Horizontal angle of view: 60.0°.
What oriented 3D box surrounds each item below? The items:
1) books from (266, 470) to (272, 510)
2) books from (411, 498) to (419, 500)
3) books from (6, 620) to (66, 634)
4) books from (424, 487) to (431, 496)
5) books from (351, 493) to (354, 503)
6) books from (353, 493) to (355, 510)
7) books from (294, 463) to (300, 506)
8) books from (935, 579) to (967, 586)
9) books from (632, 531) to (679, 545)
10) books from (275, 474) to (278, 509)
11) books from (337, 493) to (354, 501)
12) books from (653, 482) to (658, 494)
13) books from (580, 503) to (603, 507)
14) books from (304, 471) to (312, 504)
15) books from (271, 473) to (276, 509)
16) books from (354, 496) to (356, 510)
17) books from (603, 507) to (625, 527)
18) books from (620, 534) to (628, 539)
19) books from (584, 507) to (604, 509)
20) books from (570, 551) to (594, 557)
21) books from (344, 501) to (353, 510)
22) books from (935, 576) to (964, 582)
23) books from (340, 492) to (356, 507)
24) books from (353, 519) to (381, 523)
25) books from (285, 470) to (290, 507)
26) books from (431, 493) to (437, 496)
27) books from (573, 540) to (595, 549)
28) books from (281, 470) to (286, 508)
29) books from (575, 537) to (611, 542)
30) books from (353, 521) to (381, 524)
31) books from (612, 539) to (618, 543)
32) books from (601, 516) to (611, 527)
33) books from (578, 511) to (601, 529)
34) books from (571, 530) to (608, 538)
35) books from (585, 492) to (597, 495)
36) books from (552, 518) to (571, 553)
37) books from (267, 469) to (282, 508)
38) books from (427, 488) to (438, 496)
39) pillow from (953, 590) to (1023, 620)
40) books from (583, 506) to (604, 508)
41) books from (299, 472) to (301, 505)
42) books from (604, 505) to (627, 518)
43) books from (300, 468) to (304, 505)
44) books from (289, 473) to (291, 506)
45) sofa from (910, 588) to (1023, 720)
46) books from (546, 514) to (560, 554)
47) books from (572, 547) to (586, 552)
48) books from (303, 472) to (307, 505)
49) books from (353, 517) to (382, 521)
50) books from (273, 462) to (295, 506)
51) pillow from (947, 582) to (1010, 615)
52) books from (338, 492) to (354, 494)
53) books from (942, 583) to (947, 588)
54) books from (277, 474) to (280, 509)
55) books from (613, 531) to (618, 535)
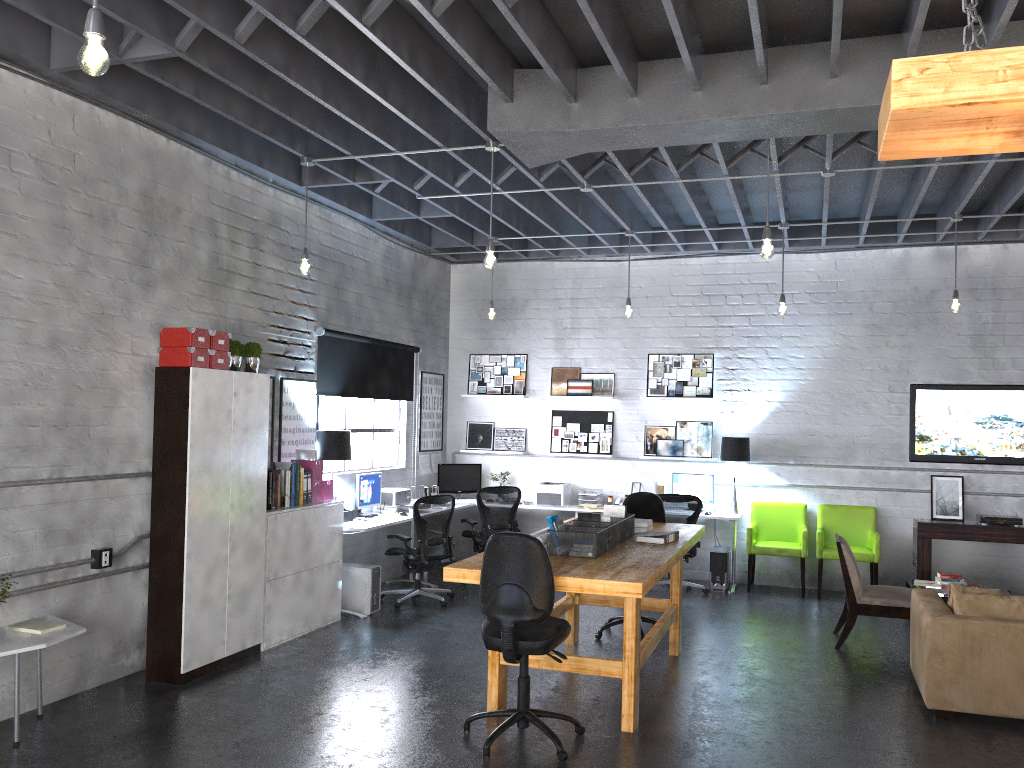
[{"bbox_3d":[-1.926,0.808,6.789,0.182,0.302,0.034,1,-1,19],"label":"books"},{"bbox_3d":[-0.980,1.283,9.867,0.297,0.006,0.210,1,-2,19],"label":"books"},{"bbox_3d":[-2.642,1.350,4.927,0.248,0.021,0.177,1,-2,18],"label":"books"},{"bbox_3d":[-0.963,1.249,10.231,0.052,0.109,0.133,0,-2,34],"label":"books"},{"bbox_3d":[-1.557,1.139,8.263,0.173,0.243,0.026,1,-1,19],"label":"books"},{"bbox_3d":[-1.552,1.138,8.276,0.177,0.246,0.026,1,-1,19],"label":"books"},{"bbox_3d":[-1.812,0.807,7.159,0.197,0.339,0.065,1,-1,19],"label":"books"},{"bbox_3d":[4.050,1.829,8.187,0.161,0.026,0.223,2,-2,-12],"label":"books"},{"bbox_3d":[1.009,1.067,6.222,0.244,0.067,0.299,0,-3,28],"label":"books"},{"bbox_3d":[-1.893,0.831,6.886,0.161,0.266,0.026,1,-1,19],"label":"books"},{"bbox_3d":[-1.559,1.139,8.259,0.172,0.243,0.026,1,-1,19],"label":"books"},{"bbox_3d":[1.618,1.251,9.920,0.043,0.296,0.210,1,-2,19],"label":"books"},{"bbox_3d":[0.884,1.346,9.846,0.211,0.014,0.148,0,-3,34],"label":"books"},{"bbox_3d":[-1.771,0.851,7.340,0.220,0.271,0.082,1,-1,19],"label":"books"},{"bbox_3d":[-1.912,0.825,6.858,0.167,0.275,0.037,1,-1,19],"label":"books"},{"bbox_3d":[-1.548,1.141,8.293,0.172,0.243,0.026,1,-1,19],"label":"books"},{"bbox_3d":[0.743,1.004,6.494,0.158,0.199,0.082,1,-2,19],"label":"books"},{"bbox_3d":[0.698,1.074,6.354,0.249,0.031,0.184,0,-2,21],"label":"books"},{"bbox_3d":[0.929,1.375,9.846,0.211,0.014,0.148,2,-2,-17],"label":"books"},{"bbox_3d":[0.456,1.043,5.506,0.155,0.029,0.226,1,-2,19],"label":"books"},{"bbox_3d":[-1.541,1.171,8.227,0.134,0.176,0.020,1,-1,19],"label":"books"},{"bbox_3d":[4.042,1.804,8.195,0.208,0.024,0.144,1,-2,4],"label":"books"},{"bbox_3d":[-1.549,1.138,8.289,0.179,0.247,0.026,1,-1,19],"label":"books"},{"bbox_3d":[-1.322,1.245,8.096,0.209,0.012,0.158,-1,-3,42],"label":"books"},{"bbox_3d":[-1.848,0.827,7.025,0.174,0.286,0.045,1,-1,19],"label":"books"},{"bbox_3d":[-0.889,1.288,10.175,0.037,0.076,0.102,0,-2,34],"label":"books"},{"bbox_3d":[0.455,0.996,5.504,0.127,0.022,0.181,1,-2,14],"label":"books"},{"bbox_3d":[-1.867,0.821,6.977,0.170,0.293,0.057,1,-1,19],"label":"books"},{"bbox_3d":[0.511,1.007,5.818,0.250,0.022,0.205,0,-2,24],"label":"books"},{"bbox_3d":[-1.320,1.256,8.092,0.213,0.012,0.158,-1,-3,44],"label":"books"},{"bbox_3d":[0.612,1.075,6.142,0.248,0.021,0.177,1,-2,19],"label":"books"},{"bbox_3d":[0.599,0.987,6.006,0.143,0.188,0.061,1,-1,19],"label":"books"},{"bbox_3d":[0.524,0.972,6.000,0.158,0.214,0.063,1,-1,19],"label":"books"},{"bbox_3d":[0.501,0.982,5.819,0.232,0.027,0.185,2,-2,-9],"label":"books"},{"bbox_3d":[0.909,1.257,10.191,0.134,0.008,0.203,1,-2,2],"label":"books"},{"bbox_3d":[0.313,0.950,5.531,0.097,0.209,0.158,1,-2,19],"label":"books"},{"bbox_3d":[-1.882,0.817,6.939,0.159,0.298,0.026,1,-1,19],"label":"books"},{"bbox_3d":[-0.911,1.257,10.180,0.017,0.121,0.184,0,-2,34],"label":"books"},{"bbox_3d":[3.077,1.474,5.446,0.704,0.402,0.291,1,-2,19],"label":"pillow"},{"bbox_3d":[0.909,1.361,9.841,0.211,0.014,0.148,2,-2,-7],"label":"books"},{"bbox_3d":[-1.788,0.845,7.199,0.161,0.266,0.026,1,-1,19],"label":"books"},{"bbox_3d":[0.755,0.998,6.523,0.171,0.210,0.046,1,-1,19],"label":"books"},{"bbox_3d":[-1.776,0.830,7.223,0.159,0.298,0.026,1,-1,19],"label":"books"},{"bbox_3d":[-1.842,0.839,7.060,0.161,0.266,0.027,1,-1,19],"label":"books"},{"bbox_3d":[3.763,1.744,5.462,2.330,0.628,1.105,1,-2,19],"label":"sofa"},{"bbox_3d":[0.287,0.939,5.556,0.108,0.234,0.166,1,-2,19],"label":"books"},{"bbox_3d":[0.460,1.018,5.507,0.141,0.021,0.203,0,-2,20],"label":"books"},{"bbox_3d":[-1.790,0.850,7.282,0.219,0.267,0.060,1,-2,24],"label":"books"},{"bbox_3d":[-1.316,1.234,8.099,0.171,0.010,0.212,4,-3,-45],"label":"books"},{"bbox_3d":[-1.828,0.801,7.100,0.176,0.346,0.053,1,-1,19],"label":"books"},{"bbox_3d":[3.013,1.481,5.691,0.523,0.403,0.319,0,-2,38],"label":"pillow"},{"bbox_3d":[-1.559,1.137,8.268,0.175,0.244,0.026,1,-1,19],"label":"books"},{"bbox_3d":[4.025,1.857,8.200,0.223,0.032,0.161,1,-2,-1],"label":"books"},{"bbox_3d":[-1.883,0.832,6.911,0.161,0.266,0.027,1,-1,19],"label":"books"},{"bbox_3d":[0.613,1.035,6.142,0.248,0.021,0.177,1,-2,18],"label":"books"}]
